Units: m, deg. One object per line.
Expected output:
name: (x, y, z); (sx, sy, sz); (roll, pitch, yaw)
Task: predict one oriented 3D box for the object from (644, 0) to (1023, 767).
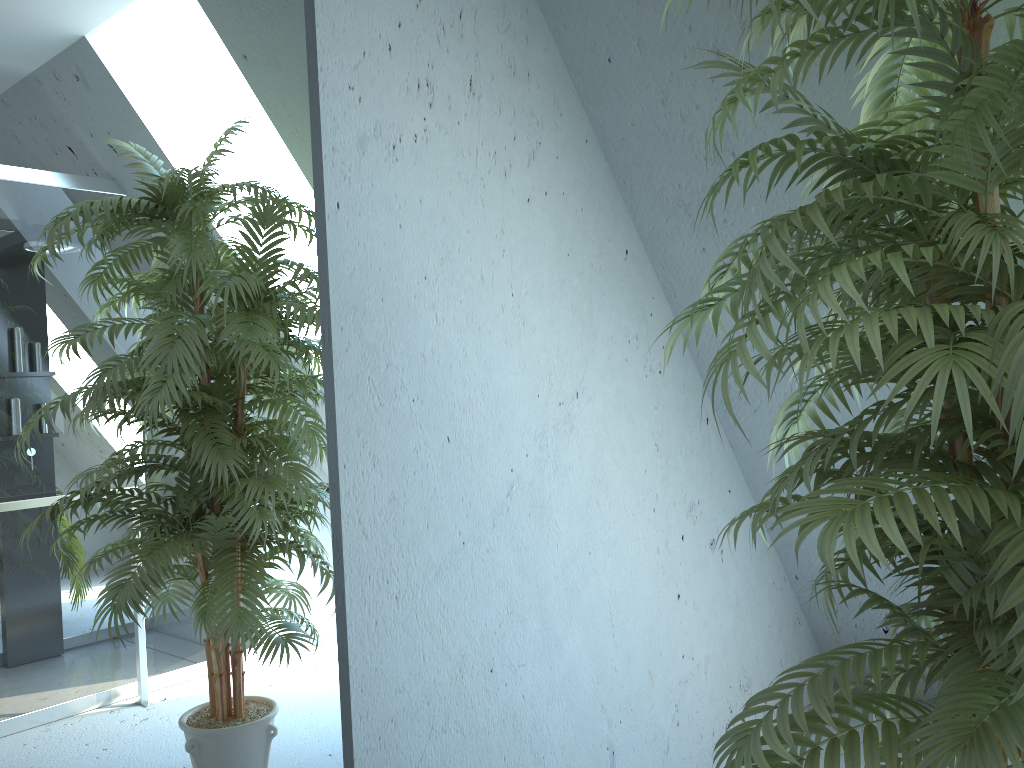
object: (0.715, 0.129, 1.251); (0.980, 2.034, 1.020); (-3, 0, 0)
